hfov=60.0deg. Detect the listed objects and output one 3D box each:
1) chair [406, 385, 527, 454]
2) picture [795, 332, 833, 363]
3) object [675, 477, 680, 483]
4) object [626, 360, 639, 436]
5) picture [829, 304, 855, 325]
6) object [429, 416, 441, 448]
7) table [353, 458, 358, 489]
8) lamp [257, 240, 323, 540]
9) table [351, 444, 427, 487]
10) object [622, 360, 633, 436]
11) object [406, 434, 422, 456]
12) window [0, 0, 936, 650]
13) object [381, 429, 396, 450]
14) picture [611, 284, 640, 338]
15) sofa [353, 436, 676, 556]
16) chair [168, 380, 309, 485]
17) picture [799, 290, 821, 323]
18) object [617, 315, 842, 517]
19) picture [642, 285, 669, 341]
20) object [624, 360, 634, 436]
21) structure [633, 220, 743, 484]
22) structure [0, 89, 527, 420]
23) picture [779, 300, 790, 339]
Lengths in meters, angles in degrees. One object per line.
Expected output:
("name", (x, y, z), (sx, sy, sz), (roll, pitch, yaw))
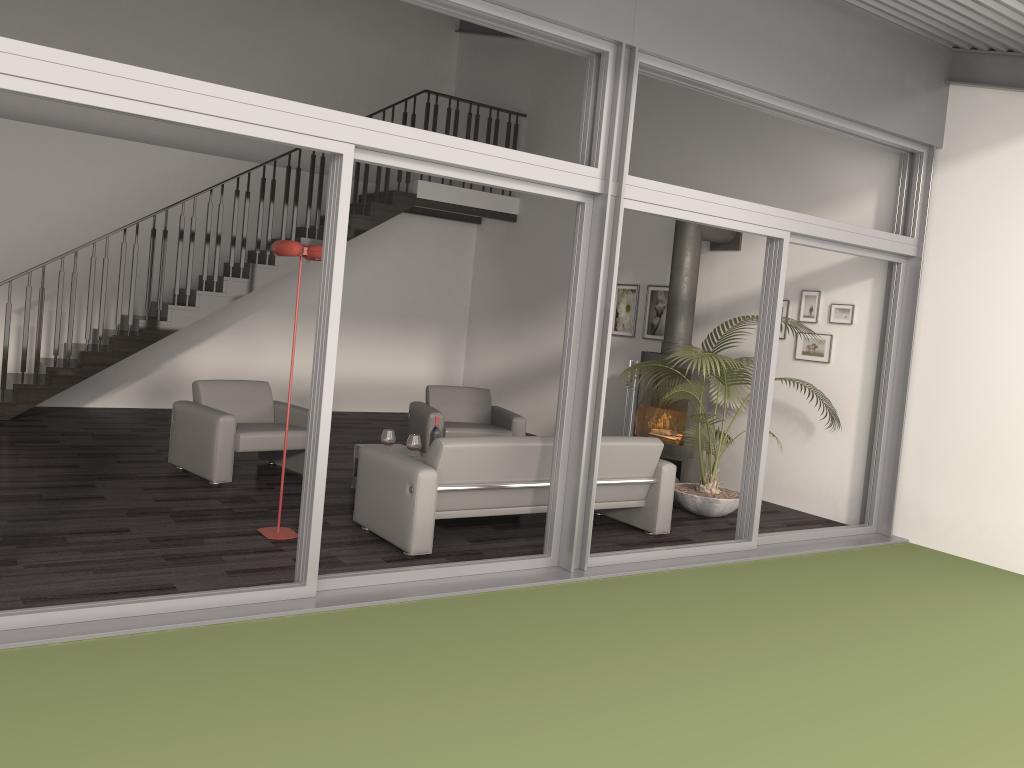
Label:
("chair", (-0.437, 0.418, 8.454), (0.962, 0.716, 0.913), (4, 4, -19))
("picture", (2.629, -0.320, 7.727), (0.015, 0.244, 0.360), (4, 4, -34))
("object", (1.511, 0.878, 8.246), (0.071, 0.186, 0.255), (4, 4, -33))
("object", (1.233, 0.318, 9.104), (0.401, 1.124, 0.401), (6, 3, 15))
("picture", (2.796, -0.593, 7.510), (0.015, 0.166, 0.222), (4, 4, -34))
("object", (-0.609, 0.440, 7.013), (0.093, 0.370, 0.093), (4, 3, -36))
("table", (-0.571, 0.755, 7.017), (1.199, 0.249, 0.602), (2, 5, -34))
("lamp", (-1.355, 0.031, 5.414), (0.353, 1.785, 0.366), (4, 3, -34))
("table", (-0.896, 0.688, 6.789), (0.400, 0.341, 0.682), (3, 5, -34))
("object", (1.144, 0.265, 9.015), (0.078, 1.018, 0.167), (6, 3, 17))
("object", (-0.741, 0.461, 6.688), (0.115, 0.155, 0.116), (2, 4, -44))
("window", (-0.843, -0.671, 4.273), (9.735, 3.466, 0.386), (2, 4, -34))
("object", (-0.953, 0.430, 6.820), (0.115, 0.155, 0.116), (4, 3, -26))
("picture", (1.246, -0.813, 9.790), (0.026, 0.576, 0.395), (4, 3, -34))
("sofa", (0.055, 0.653, 6.089), (2.112, 0.716, 0.904), (2, 5, -34))
("chair", (-2.101, 0.367, 7.132), (0.962, 0.716, 0.912), (2, 5, -44))
("picture", (2.615, -0.680, 7.782), (0.015, 0.280, 0.192), (4, 3, -34))
("object", (1.539, 0.222, 7.285), (2.117, 1.664, 1.723), (2, 5, -40))
("picture", (1.545, -0.749, 9.348), (0.026, 0.576, 0.395), (4, 3, -34))
("object", (1.179, 0.236, 9.172), (0.116, 0.982, 0.042), (7, 3, 31))
("structure", (1.851, -0.360, 8.583), (1.115, 2.670, 0.820), (4, 3, -34))
("structure", (-2.559, -1.647, 10.547), (6.336, 4.087, 1.003), (3, 4, -34))
("picture", (2.397, -0.595, 8.092), (0.015, 0.352, 0.289), (4, 4, -34))
